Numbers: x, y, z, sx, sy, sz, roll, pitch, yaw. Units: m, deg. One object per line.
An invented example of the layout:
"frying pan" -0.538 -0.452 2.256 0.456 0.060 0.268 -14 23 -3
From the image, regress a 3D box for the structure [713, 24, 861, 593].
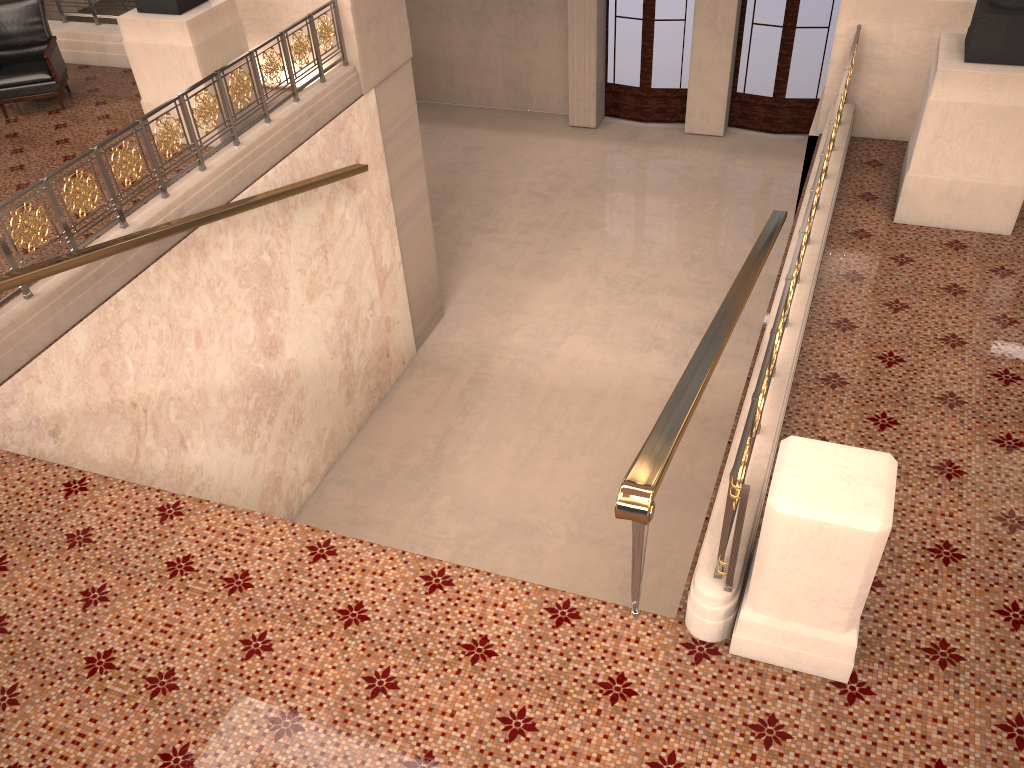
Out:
"structure" 1.615 -0.884 4.790 0.079 0.570 4.690 12 43 18

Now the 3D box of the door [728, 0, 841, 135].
"door" 4.062 -5.068 12.971 1.482 2.883 0.147 11 43 17

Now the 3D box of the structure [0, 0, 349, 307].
"structure" -2.343 -1.608 6.016 0.079 0.570 4.694 13 43 19

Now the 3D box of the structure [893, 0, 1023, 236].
"structure" 2.867 -2.318 4.937 0.695 2.951 0.666 12 43 17

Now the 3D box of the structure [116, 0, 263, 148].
"structure" -2.677 -3.332 6.654 0.695 2.951 0.666 12 43 17

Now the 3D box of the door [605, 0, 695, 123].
"door" 2.110 -5.426 13.575 1.482 2.883 0.147 11 43 17

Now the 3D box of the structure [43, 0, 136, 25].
"structure" -4.257 -3.925 8.758 2.518 0.693 0.030 10 43 17

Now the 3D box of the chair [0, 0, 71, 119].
"chair" -4.462 -2.964 7.983 0.645 0.893 0.680 -12 41 -9
